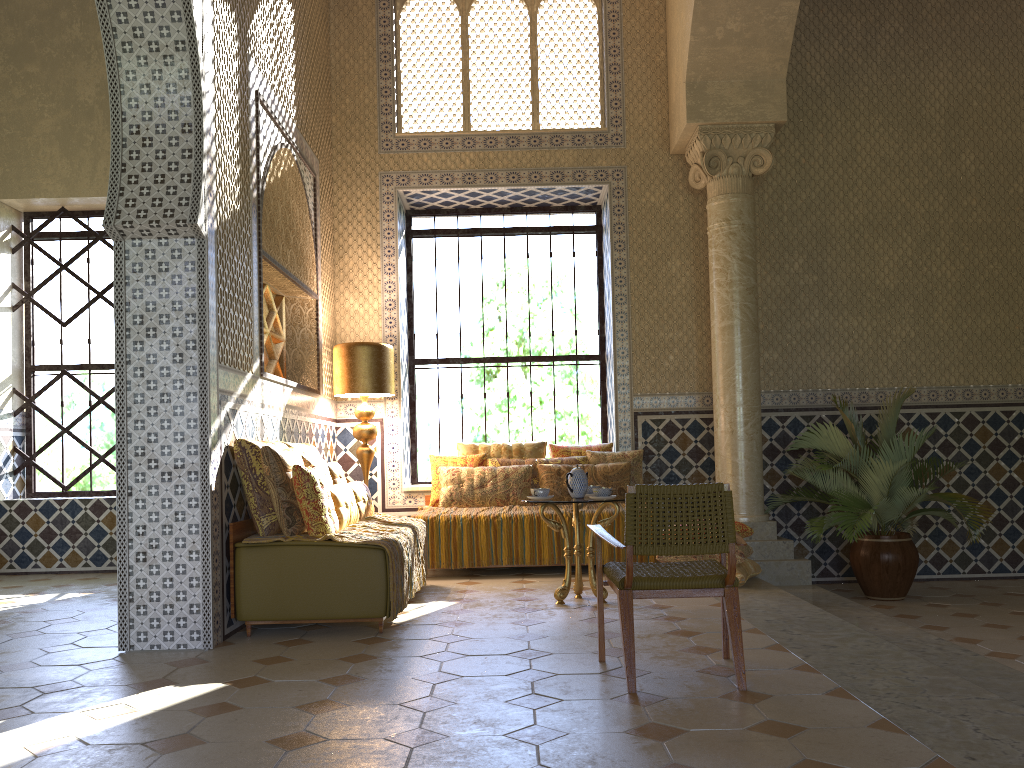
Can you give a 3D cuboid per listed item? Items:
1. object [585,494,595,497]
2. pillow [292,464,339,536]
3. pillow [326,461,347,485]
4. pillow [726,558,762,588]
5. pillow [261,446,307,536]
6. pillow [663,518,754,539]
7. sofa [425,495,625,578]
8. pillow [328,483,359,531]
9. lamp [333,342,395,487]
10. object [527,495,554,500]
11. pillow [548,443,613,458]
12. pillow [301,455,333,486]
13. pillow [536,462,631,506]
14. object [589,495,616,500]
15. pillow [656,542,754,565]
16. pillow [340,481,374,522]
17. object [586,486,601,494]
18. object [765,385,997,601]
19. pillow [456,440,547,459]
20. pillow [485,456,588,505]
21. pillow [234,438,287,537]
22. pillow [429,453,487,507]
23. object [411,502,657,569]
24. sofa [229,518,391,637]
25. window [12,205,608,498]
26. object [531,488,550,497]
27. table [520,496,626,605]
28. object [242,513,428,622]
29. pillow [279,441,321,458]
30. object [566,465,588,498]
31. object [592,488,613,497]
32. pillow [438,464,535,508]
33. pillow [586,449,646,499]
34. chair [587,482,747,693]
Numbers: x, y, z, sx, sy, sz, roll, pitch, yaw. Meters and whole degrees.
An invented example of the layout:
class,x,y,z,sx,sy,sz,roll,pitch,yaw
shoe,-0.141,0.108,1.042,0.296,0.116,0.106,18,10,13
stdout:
class,x,y,z,sx,sy,sz,roll,pitch,yaw
object,0.788,1.101,8.795,0.256,0.032,0.256,0,-5,-21
pillow,-1.634,0.996,7.439,0.345,0.650,0.686,-1,-3,-1
pillow,-1.819,1.111,9.129,0.313,0.636,0.683,-1,-3,0
pillow,2.127,2.025,9.616,0.992,0.367,1.044,-3,-5,25
pillow,-1.898,0.920,7.584,0.383,0.779,0.836,-1,-3,0
pillow,2.114,1.614,9.609,0.805,0.310,0.749,-4,-5,34
sofa,0.278,1.837,10.945,2.849,0.936,1.277,-1,-4,0
pillow,-1.608,1.159,8.236,0.271,0.449,0.985,-1,-4,0
lamp,-1.797,0.924,10.872,0.737,2.809,0.738,0,-2,-31
object,0.270,1.085,8.443,0.256,0.032,0.256,0,-5,-21
pillow,0.911,1.164,11.506,0.855,0.799,0.394,-1,-2,0
pillow,-1.820,1.015,8.327,0.340,0.692,0.743,-1,-3,0
pillow,0.904,1.255,10.987,1.191,0.546,0.330,-1,-2,0
object,0.836,1.047,8.160,0.255,0.032,0.256,-1,-5,-4
pillow,2.103,1.823,9.612,0.932,0.347,0.882,-3,-5,20
pillow,-1.608,1.236,9.172,0.271,0.449,0.985,-1,-4,0
object,0.787,1.063,8.796,0.183,0.100,0.183,-1,-4,-11
object,4.438,1.262,10.372,2.641,2.498,2.170,-1,-3,-13
pillow,-0.125,1.156,11.449,1.192,0.831,0.423,-1,-2,0
pillow,0.325,1.231,11.207,1.341,0.614,0.371,-1,-2,0
pillow,-2.100,0.902,7.809,0.422,0.830,1.196,-1,-4,0
pillow,-0.685,1.227,11.228,0.741,0.692,0.341,-1,-2,0
object,0.238,1.824,10.883,2.885,0.716,1.318,-1,-4,0
sofa,-1.590,1.672,8.407,1.273,0.935,2.858,-1,-4,0
window,-2.895,-0.497,12.361,8.482,3.984,0.575,-1,-2,-4
object,0.269,1.047,8.444,0.183,0.100,0.183,0,-4,-19
table,0.638,1.580,8.428,1.102,0.979,1.102,-3,-4,29
object,-1.529,1.661,8.395,1.314,0.716,2.894,-1,-5,0
pillow,-2.099,1.001,9.005,0.422,0.830,1.196,-1,-4,0
object,0.626,0.934,8.486,0.273,0.323,0.199,-1,-2,-11
object,0.835,1.010,8.161,0.183,0.100,0.184,-1,-4,-4
pillow,-0.321,1.284,10.987,1.191,0.546,0.330,-1,-2,0
pillow,1.322,1.179,11.228,0.741,0.692,0.341,-1,-2,0
chair,0.995,1.223,5.611,0.950,1.207,0.909,-1,-3,0
